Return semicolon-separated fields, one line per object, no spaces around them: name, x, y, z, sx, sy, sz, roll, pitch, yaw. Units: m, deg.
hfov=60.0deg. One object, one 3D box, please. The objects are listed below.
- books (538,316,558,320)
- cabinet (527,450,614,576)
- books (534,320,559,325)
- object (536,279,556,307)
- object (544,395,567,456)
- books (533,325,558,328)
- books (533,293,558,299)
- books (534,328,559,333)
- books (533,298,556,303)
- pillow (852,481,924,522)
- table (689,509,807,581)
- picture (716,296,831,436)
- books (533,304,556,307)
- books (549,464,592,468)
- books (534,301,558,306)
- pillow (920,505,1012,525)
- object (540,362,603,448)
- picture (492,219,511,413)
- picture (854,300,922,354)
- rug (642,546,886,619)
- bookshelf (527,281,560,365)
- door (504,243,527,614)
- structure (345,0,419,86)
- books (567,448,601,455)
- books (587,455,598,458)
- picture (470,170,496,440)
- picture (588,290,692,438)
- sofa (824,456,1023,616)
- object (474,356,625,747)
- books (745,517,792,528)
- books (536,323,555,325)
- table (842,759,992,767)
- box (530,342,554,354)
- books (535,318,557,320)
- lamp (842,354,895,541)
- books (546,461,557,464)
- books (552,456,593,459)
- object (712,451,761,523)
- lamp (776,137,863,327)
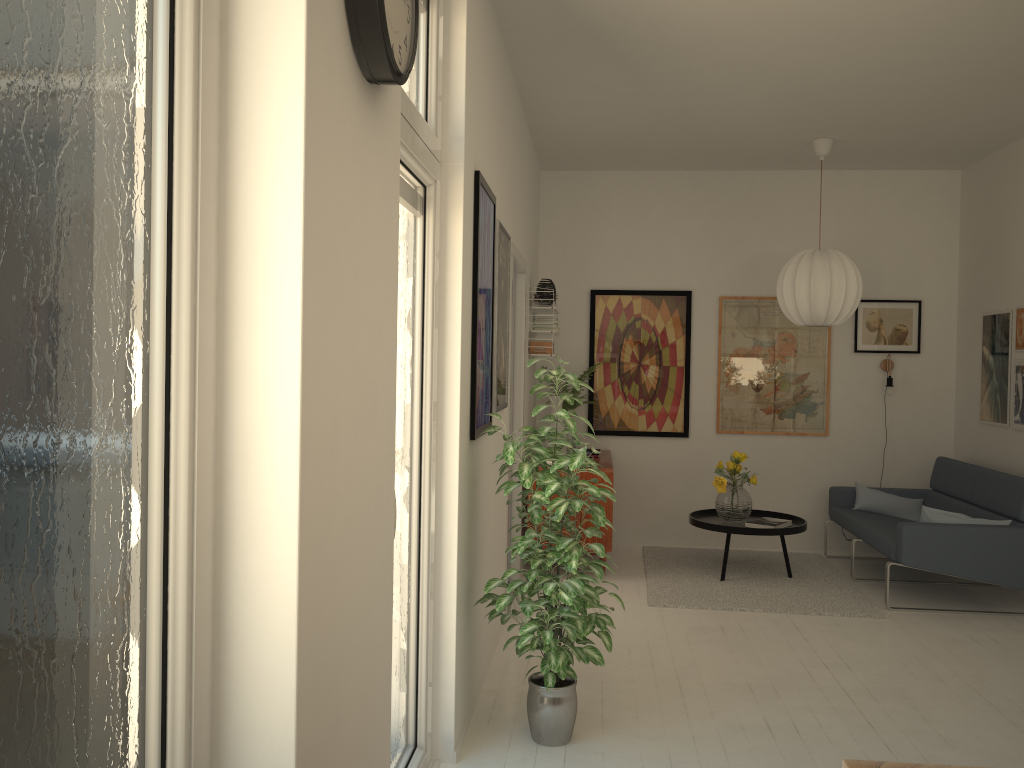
books;0.263;-0.484;6.528;0.147;0.016;0.195;1;1;3
cabinet;0.428;0.887;6.301;0.546;0.727;1.262;1;1;5
books;0.254;-0.453;6.524;0.173;0.023;0.190;1;1;5
object;0.233;-0.623;6.062;0.139;0.200;0.139;0;1;-40
object;0.302;0.303;6.108;0.158;0.445;0.160;0;1;-45
books;0.250;-0.420;6.524;0.168;0.021;0.197;1;1;8
books;0.239;-0.616;6.212;0.178;0.036;0.145;1;1;-1
books;0.256;-0.392;6.532;0.179;0.037;0.190;1;1;5
books;0.226;-0.586;6.219;0.155;0.024;0.136;1;1;-2
pillow;2.728;0.857;6.424;0.540;0.277;0.157;1;1;7
table;1.562;1.083;5.910;0.761;0.386;0.761;2;1;21
picture;2.004;-0.138;6.788;0.838;1.052;0.012;1;1;5
books;0.228;-0.541;6.224;0.159;0.028;0.147;1;1;2
books;0.367;0.523;5.827;0.320;0.020;0.237;1;1;2
books;0.237;-0.564;6.225;0.158;0.019;0.131;1;1;7
pillow;2.603;0.875;5.154;0.533;0.353;0.141;1;1;5
object;0.453;0.170;6.734;0.476;0.686;0.398;1;1;7
picture;-0.047;-0.309;4.235;0.020;0.869;0.525;1;1;5
picture;2.838;-0.433;6.702;0.481;0.402;0.015;1;1;5
rug;1.547;1.276;5.871;1.304;0.012;1.661;1;1;7
bookshelf;0.232;-0.415;6.312;0.184;0.564;0.695;1;1;5
door;-0.408;0.244;5.247;0.882;2.033;0.955;1;1;5
structure;-0.248;-0.784;1.748;0.074;0.371;0.371;1;1;5
books;0.455;0.489;6.445;0.368;0.020;0.255;1;1;8
books;0.440;0.509;6.440;0.371;0.022;0.259;1;1;5
picture;-0.112;-0.296;3.555;0.018;0.999;0.546;1;1;5
picture;0.988;-0.159;6.881;0.778;1.133;0.018;1;1;5
sofa;2.723;0.919;5.792;0.964;0.773;1.603;1;1;5
object;0.138;0.607;3.285;0.514;1.424;0.569;0;1;-42
books;1.681;0.915;5.808;0.200;0.031;0.289;2;2;40
books;0.252;-0.437;6.539;0.147;0.012;0.195;1;1;3
table;0.893;1.016;0.521;0.894;0.749;1.798;1;1;5
box;0.208;-0.247;6.137;0.152;0.084;0.266;1;1;6
books;0.257;-0.471;6.530;0.153;0.013;0.197;1;1;8
lamp;2.683;0.480;6.667;0.360;1.416;0.112;1;1;5
books;0.358;0.506;5.827;0.296;0.015;0.240;1;1;5
books;0.369;0.492;5.826;0.311;0.015;0.192;1;1;9
object;1.480;0.688;5.942;0.291;0.471;0.361;2;2;44
lamp;2.032;-0.996;5.851;0.536;1.229;0.536;2;1;39
